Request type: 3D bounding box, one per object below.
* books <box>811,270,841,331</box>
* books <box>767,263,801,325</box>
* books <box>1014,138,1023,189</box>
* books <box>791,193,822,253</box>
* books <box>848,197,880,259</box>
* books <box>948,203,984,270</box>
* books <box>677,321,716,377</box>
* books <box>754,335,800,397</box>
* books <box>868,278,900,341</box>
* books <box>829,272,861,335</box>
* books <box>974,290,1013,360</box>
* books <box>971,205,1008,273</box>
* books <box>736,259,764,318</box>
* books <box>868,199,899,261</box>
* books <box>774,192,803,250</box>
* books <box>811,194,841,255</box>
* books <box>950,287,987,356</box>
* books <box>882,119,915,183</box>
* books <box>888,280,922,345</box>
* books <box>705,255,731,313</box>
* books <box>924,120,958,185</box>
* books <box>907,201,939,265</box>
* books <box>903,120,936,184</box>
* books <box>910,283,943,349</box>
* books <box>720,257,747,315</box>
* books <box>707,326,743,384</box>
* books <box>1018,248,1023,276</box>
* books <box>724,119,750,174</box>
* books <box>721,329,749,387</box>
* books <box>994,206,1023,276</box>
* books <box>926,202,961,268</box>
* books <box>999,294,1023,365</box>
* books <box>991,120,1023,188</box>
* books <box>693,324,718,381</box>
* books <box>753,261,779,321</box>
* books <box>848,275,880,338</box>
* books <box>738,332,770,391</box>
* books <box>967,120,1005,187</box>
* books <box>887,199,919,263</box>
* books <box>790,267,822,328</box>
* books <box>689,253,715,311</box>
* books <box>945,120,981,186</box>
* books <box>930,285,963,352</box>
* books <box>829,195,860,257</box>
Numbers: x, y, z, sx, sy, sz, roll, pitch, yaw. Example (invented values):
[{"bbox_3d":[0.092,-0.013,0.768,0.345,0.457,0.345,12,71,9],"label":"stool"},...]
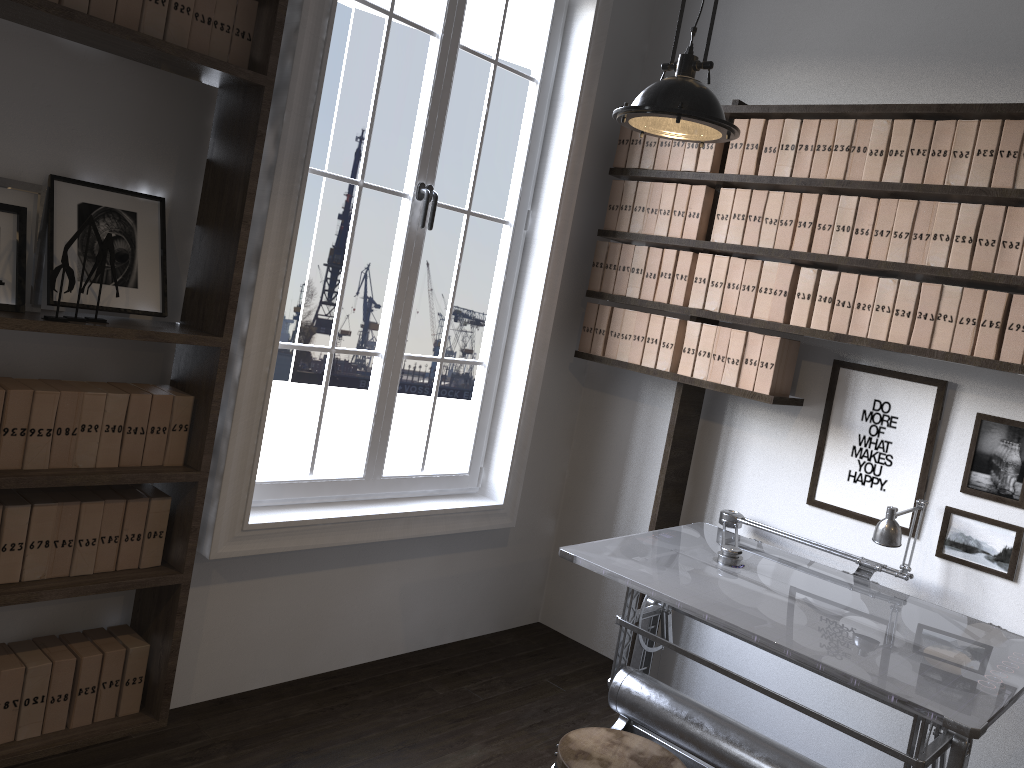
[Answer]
[{"bbox_3d":[1.192,-0.296,3.277,0.067,0.225,0.174,13,5,42],"label":"books"},{"bbox_3d":[1.069,-0.338,3.391,0.067,0.225,0.174,13,5,42],"label":"books"},{"bbox_3d":[1.703,-0.721,2.870,0.067,0.225,0.174,13,5,42],"label":"books"},{"bbox_3d":[1.145,-0.593,3.352,0.067,0.225,0.174,13,5,42],"label":"books"},{"bbox_3d":[1.305,-0.548,3.210,0.067,0.225,0.174,13,5,42],"label":"books"},{"bbox_3d":[1.548,-0.479,2.978,0.067,0.225,0.174,13,5,42],"label":"books"},{"bbox_3d":[0.772,-0.137,3.637,0.067,0.225,0.174,13,5,42],"label":"books"},{"bbox_3d":[1.021,-0.067,3.410,0.067,0.225,0.174,13,5,42],"label":"books"},{"bbox_3d":[1.345,-0.253,3.138,0.067,0.225,0.174,13,5,42],"label":"books"},{"bbox_3d":[1.245,-0.282,3.233,0.067,0.225,0.174,13,5,42],"label":"books"},{"bbox_3d":[1.594,-0.182,2.903,0.067,0.225,0.174,13,5,42],"label":"books"},{"bbox_3d":[1.601,-0.464,2.934,0.067,0.225,0.174,13,5,42],"label":"books"},{"bbox_3d":[0.973,-0.366,3.488,0.067,0.225,0.174,13,5,42],"label":"books"},{"bbox_3d":[1.356,-0.534,3.163,0.067,0.225,0.174,13,5,42],"label":"books"},{"bbox_3d":[1.095,-0.608,3.406,0.067,0.225,0.174,13,5,42],"label":"books"},{"bbox_3d":[1.203,-0.577,3.306,0.067,0.225,0.174,13,5,42],"label":"books"},{"bbox_3d":[1.544,-0.197,2.957,0.067,0.225,0.174,13,5,42],"label":"books"},{"bbox_3d":[1.399,-0.807,3.148,0.067,0.225,0.174,13,5,42],"label":"books"},{"bbox_3d":[1.395,-0.239,3.087,0.067,0.225,0.174,13,5,42],"label":"books"},{"bbox_3d":[0.871,-0.395,3.580,0.067,0.225,0.174,13,5,42],"label":"books"},{"bbox_3d":[1.504,-0.778,3.058,0.067,0.225,0.174,13,5,42],"label":"books"},{"bbox_3d":[1.452,-0.506,3.072,0.067,0.225,0.174,13,5,42],"label":"books"},{"bbox_3d":[1.453,-0.792,3.104,0.067,0.225,0.174,13,5,42],"label":"books"},{"bbox_3d":[1.447,-0.224,3.038,0.067,0.225,0.174,13,5,42],"label":"books"},{"bbox_3d":[0.924,-0.381,3.536,0.067,0.225,0.174,13,5,42],"label":"books"},{"bbox_3d":[0.872,-0.109,3.548,0.067,0.225,0.174,13,5,42],"label":"books"},{"bbox_3d":[1.700,-0.436,2.839,0.067,0.225,0.174,13,5,42],"label":"books"},{"bbox_3d":[0.947,-0.936,3.576,0.067,0.225,0.174,13,5,42],"label":"books"},{"bbox_3d":[0.917,-0.096,3.500,0.067,0.225,0.174,13,5,42],"label":"books"},{"bbox_3d":[1.652,-0.450,2.889,0.067,0.225,0.174,13,5,42],"label":"books"},{"bbox_3d":[1.497,-0.493,3.028,0.067,0.225,0.174,13,5,42],"label":"books"},{"bbox_3d":[1.652,-0.167,2.857,0.067,0.225,0.174,13,5,42],"label":"books"},{"bbox_3d":[1.654,-0.734,2.909,0.067,0.225,0.174,13,5,42],"label":"books"},{"bbox_3d":[0.826,-0.122,3.590,0.067,0.225,0.174,13,5,42],"label":"books"},{"bbox_3d":[1.026,-0.351,3.437,0.067,0.225,0.174,13,5,42],"label":"books"},{"bbox_3d":[1.297,-0.267,3.188,0.067,0.225,0.174,13,5,42],"label":"books"},{"bbox_3d":[0.972,-0.081,3.459,0.067,0.225,0.174,13,5,42],"label":"books"},{"bbox_3d":[1.602,-0.749,2.958,0.067,0.225,0.174,13,5,42],"label":"books"},{"bbox_3d":[1.401,-0.520,3.113,0.067,0.225,0.174,13,5,42],"label":"books"},{"bbox_3d":[1.134,-0.313,3.334,0.067,0.225,0.174,13,5,42],"label":"books"},{"bbox_3d":[0.816,-0.410,3.626,0.067,0.225,0.174,13,5,42],"label":"books"},{"bbox_3d":[1.552,-0.763,3.009,0.067,0.225,0.174,13,5,42],"label":"books"},{"bbox_3d":[1.495,-0.211,2.999,0.067,0.225,0.174,13,5,42],"label":"books"},{"bbox_3d":[1.251,-0.563,3.255,0.067,0.225,0.174,13,5,42],"label":"books"}]
